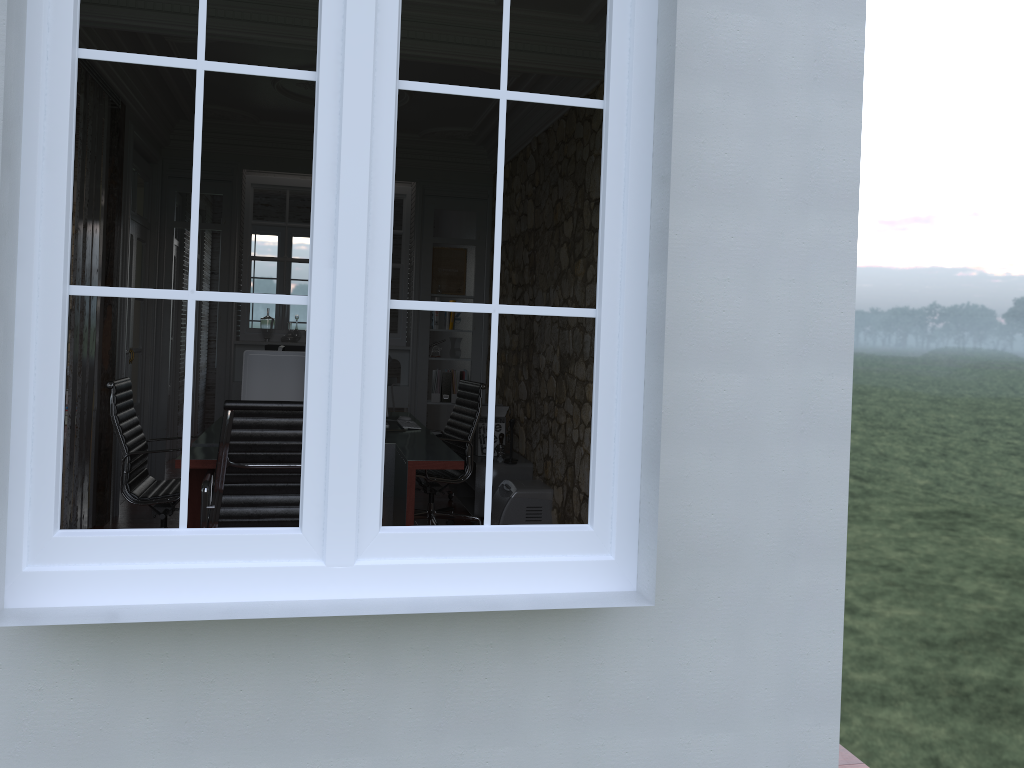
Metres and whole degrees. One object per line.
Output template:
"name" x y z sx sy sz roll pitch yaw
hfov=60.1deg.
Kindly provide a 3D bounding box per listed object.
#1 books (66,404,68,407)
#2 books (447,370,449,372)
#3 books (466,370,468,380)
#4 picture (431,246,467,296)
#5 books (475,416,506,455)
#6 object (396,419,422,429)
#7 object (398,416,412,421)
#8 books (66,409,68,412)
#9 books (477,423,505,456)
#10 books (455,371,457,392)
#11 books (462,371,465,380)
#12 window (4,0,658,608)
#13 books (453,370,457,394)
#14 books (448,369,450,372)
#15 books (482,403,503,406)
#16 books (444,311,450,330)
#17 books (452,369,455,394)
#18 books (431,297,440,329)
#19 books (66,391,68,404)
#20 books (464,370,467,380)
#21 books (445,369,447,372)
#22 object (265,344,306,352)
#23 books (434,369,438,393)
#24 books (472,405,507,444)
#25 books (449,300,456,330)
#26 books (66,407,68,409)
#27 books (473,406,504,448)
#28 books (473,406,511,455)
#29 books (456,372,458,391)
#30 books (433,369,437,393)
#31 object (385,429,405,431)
"books" -6.008 0.295 12.231 0.254 0.030 0.175 2 3 -8
"books" -0.588 0.016 8.013 0.030 0.283 0.180 2 1 -8
"books" -0.420 0.017 8.067 0.013 0.288 0.194 2 1 -9
"picture" -0.572 -1.019 8.008 0.326 0.435 0.009 2 0 -13
"books" -0.157 0.379 6.462 0.221 0.283 0.061 2 0 -13
"object" -0.665 0.259 5.694 0.118 0.017 0.439 1 3 -13
"object" -0.729 0.233 6.016 0.106 0.028 0.059 4 3 38
"books" -6.006 0.357 12.229 0.284 0.032 0.198 1 3 -13
"books" -0.151 0.402 6.427 0.197 0.240 0.058 2 0 -13
"books" -0.508 0.019 8.029 0.043 0.281 0.194 2 1 -7
"books" -0.451 0.023 8.060 0.024 0.277 0.194 2 1 -9
"window" -0.397 -0.474 2.206 1.527 1.985 0.127 2 0 -13
"books" -0.517 0.016 8.030 0.045 0.287 0.194 2 1 -7
"books" -0.575 0.014 8.018 0.009 0.288 0.194 2 1 -8
"books" -0.209 0.327 6.745 0.259 0.351 0.065 2 0 -13
"books" -0.594 -0.605 8.045 0.026 0.223 0.161 2 1 -13
"books" -0.529 0.010 8.035 0.045 0.282 0.180 2 1 -7
"books" -0.699 -0.640 8.047 0.042 0.286 0.216 2 1 -13
"books" -6.233 0.220 12.407 0.053 0.269 0.176 2 1 -13
"books" -0.434 0.015 8.072 0.030 0.290 0.180 2 1 -9
"books" -0.611 0.013 8.013 0.039 0.288 0.194 2 1 -8
"object" -1.463 -0.022 6.029 0.484 0.485 0.189 2 0 12
"books" -0.691 0.005 8.023 0.038 0.296 0.180 2 1 -5
"books" -0.164 0.338 6.549 0.258 0.355 0.049 2 0 -13
"books" -0.554 -0.627 8.053 0.055 0.268 0.192 2 1 -13
"books" -6.005 0.325 12.229 0.284 0.031 0.198 1 3 -28
"books" -0.155 0.340 6.527 0.259 0.352 0.070 2 0 -13
"books" -0.146 0.341 6.498 0.271 0.354 0.063 2 0 -13
"books" -0.498 0.023 8.031 0.045 0.287 0.194 2 1 -7
"books" -0.705 0.008 8.015 0.037 0.288 0.194 2 1 -5
"object" -0.703 0.279 5.363 0.149 0.011 0.011 0 3 -37
